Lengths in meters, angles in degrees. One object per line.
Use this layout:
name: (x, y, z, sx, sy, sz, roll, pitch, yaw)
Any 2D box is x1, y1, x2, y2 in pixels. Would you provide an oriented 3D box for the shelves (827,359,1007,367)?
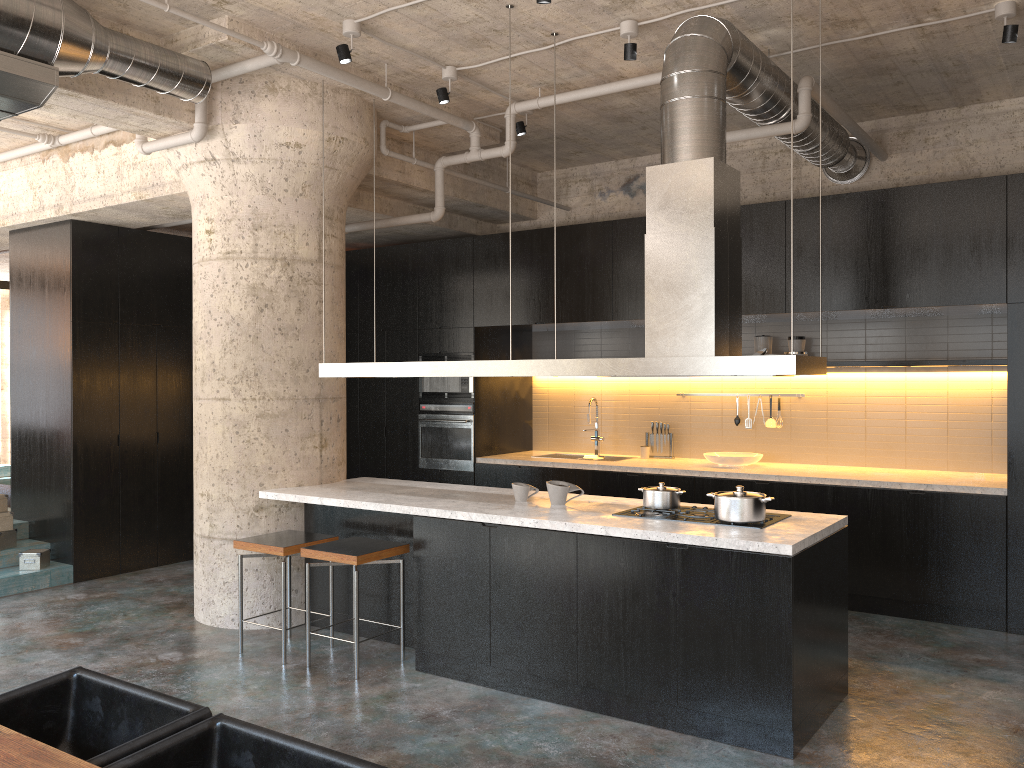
shelves: (1.907, -0.160, 7.733, 4.362, 0.043, 0.403, 0, 0, 34)

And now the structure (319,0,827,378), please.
structure: (0.167, -1.088, 5.187, 3.117, 2.100, 0.538, 0, 0, 34)

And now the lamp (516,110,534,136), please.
lamp: (0.093, -2.017, 6.783, 0.145, 0.236, 0.107, 0, 0, 17)

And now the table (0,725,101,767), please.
table: (-1.615, 1.300, 1.776, 2.410, 0.756, 1.299, 0, 0, 34)

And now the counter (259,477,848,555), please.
counter: (0.060, 0.727, 5.289, 3.500, 0.046, 1.000, 0, 0, 34)

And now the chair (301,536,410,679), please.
chair: (-0.925, 1.308, 5.259, 0.450, 0.698, 0.450, 0, 0, 34)

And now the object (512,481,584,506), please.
object: (0.202, 0.638, 5.254, 0.437, 0.133, 0.188, 0, 0, 35)

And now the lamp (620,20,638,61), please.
lamp: (0.688, -2.012, 5.227, 0.107, 0.236, 0.145, 0, 0, 17)

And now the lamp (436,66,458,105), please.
lamp: (-0.437, -2.011, 5.996, 0.145, 0.236, 0.107, 0, 0, 17)

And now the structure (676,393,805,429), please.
structure: (2.005, 0.240, 7.867, 1.171, 0.315, 0.074, 0, 0, 34)

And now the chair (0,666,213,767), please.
chair: (-1.285, 1.304, 2.562, 0.707, 0.738, 0.754, 0, 0, 34)

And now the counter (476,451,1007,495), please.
counter: (1.749, 0.759, 7.501, 4.360, 0.142, 1.000, 0, 0, 34)

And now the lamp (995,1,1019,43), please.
lamp: (2.778, -2.021, 4.984, 0.107, 0.236, 0.145, 0, 0, 17)

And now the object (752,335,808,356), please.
object: (2.239, -0.302, 7.486, 0.462, 0.240, 0.334, 0, 0, 31)

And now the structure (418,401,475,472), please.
structure: (-0.489, 0.494, 8.688, 0.664, 0.651, 0.649, 0, 0, 34)

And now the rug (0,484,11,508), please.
rug: (-6.283, 1.454, 11.001, 1.759, 0.377, 0.541, 0, 0, 34)

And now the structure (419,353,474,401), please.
structure: (-0.465, -0.071, 8.724, 0.659, 0.450, 0.612, 0, 0, 34)

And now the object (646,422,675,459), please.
object: (1.362, 0.517, 8.194, 0.291, 0.336, 0.060, 0, 0, 28)

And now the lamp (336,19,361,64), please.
lamp: (-0.960, -2.006, 5.222, 0.145, 0.236, 0.107, 0, 0, 17)

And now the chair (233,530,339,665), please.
chair: (-1.402, 1.308, 5.522, 0.450, 0.698, 0.450, 0, 0, 34)

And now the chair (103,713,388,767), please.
chair: (-0.682, 1.304, 2.145, 0.707, 0.738, 0.754, 0, 0, 34)

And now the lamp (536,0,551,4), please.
lamp: (0.153, -2.007, 4.434, 0.107, 0.236, 0.145, 0, 0, 17)

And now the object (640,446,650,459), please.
object: (1.223, 0.627, 8.166, 0.092, 0.117, 0.092, 0, 0, -17)

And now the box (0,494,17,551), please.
box: (-4.276, 1.134, 7.298, 0.331, 0.441, 0.280, 0, 0, 23)

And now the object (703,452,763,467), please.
object: (1.870, 0.641, 7.501, 0.490, 0.093, 0.490, 0, 0, 31)

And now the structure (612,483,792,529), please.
structure: (1.020, 0.611, 4.744, 0.833, 0.187, 0.506, 0, 0, 34)

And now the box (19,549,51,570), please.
box: (-3.901, 1.434, 7.253, 0.172, 0.140, 0.187, 0, 0, -3)

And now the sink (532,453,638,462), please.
sink: (0.672, 0.749, 8.289, 0.890, 0.134, 0.458, 0, 0, 34)

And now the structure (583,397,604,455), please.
structure: (0.763, 0.406, 8.411, 0.125, 0.559, 0.269, 0, 0, 34)
